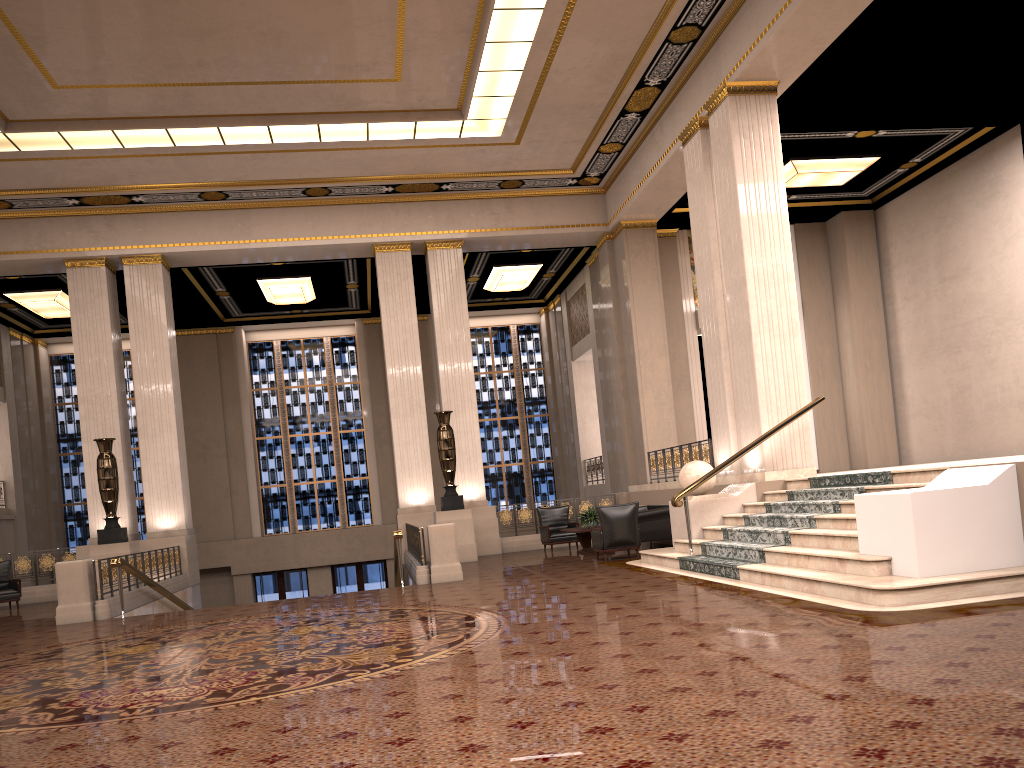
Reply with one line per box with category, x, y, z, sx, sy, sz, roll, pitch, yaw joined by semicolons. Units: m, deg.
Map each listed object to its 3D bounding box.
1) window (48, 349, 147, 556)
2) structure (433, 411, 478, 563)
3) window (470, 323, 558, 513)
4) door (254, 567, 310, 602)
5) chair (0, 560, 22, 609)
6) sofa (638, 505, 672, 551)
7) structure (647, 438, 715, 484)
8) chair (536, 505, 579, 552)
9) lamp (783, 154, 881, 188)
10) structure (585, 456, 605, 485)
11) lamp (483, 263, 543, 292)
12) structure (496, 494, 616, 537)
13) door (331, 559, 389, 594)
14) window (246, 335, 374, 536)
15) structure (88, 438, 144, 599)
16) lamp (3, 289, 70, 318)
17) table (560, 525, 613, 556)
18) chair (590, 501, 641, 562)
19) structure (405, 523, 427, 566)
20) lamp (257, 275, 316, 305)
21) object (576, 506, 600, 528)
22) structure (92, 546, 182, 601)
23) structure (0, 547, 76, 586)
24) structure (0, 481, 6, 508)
window;-10.595;1.778;23.607;2.982;5.347;0.069;-5;-1;-9
structure;-1.152;1.903;16.310;0.699;2.783;0.703;-5;-1;-9
window;-0.387;1.003;25.239;2.982;5.347;0.069;-5;-1;-9
door;-6.111;6.335;23.696;1.489;2.718;0.156;-5;-1;-9
chair;-8.881;3.478;15.158;0.646;0.842;0.723;-2;-5;-44
sofa;2.287;2.476;15.242;0.873;0.703;1.939;-5;-7;-9
structure;2.977;1.384;15.452;0.032;0.621;3.727;-5;-7;-10
chair;0.886;2.738;16.723;0.646;0.842;0.723;-5;-4;-14
lamp;5.611;-3.825;16.050;1.713;0.213;1.178;-4;-7;-9
structure;2.098;2.147;21.854;0.031;0.664;2.174;-5;-7;-10
lamp;-0.003;-2.565;21.552;1.165;0.213;2.034;-4;-7;-9
structure;0.925;2.694;18.029;2.530;0.653;0.032;-4;-1;-9
door;-4.058;6.179;24.025;1.489;2.718;0.156;-5;-1;-9
window;-5.578;1.397;24.409;2.982;5.347;0.069;-5;-1;-9
structure;-6.981;2.346;15.378;0.699;2.783;0.703;-5;-1;-9
lamp;-10.435;-1.774;19.884;1.165;0.213;2.034;-4;-7;-9
table;1.397;2.677;15.093;0.837;0.433;1.488;-5;-7;-9
chair;1.568;2.232;13.352;0.646;0.842;0.722;-5;-4;-9
structure;-1.653;2.617;14.687;0.079;0.534;4.981;-5;-7;-10
lamp;-5.263;-2.166;20.711;1.165;0.213;2.034;-4;-7;-9
object;1.346;2.271;15.083;0.504;0.375;0.525;-8;-6;23
structure;-5.815;2.933;14.022;0.079;0.534;4.980;-5;-7;-9
structure;-9.343;3.473;16.388;2.530;0.653;0.032;-4;-1;-9
structure;-11.776;2.456;19.660;0.031;0.664;2.174;-5;-7;-10
